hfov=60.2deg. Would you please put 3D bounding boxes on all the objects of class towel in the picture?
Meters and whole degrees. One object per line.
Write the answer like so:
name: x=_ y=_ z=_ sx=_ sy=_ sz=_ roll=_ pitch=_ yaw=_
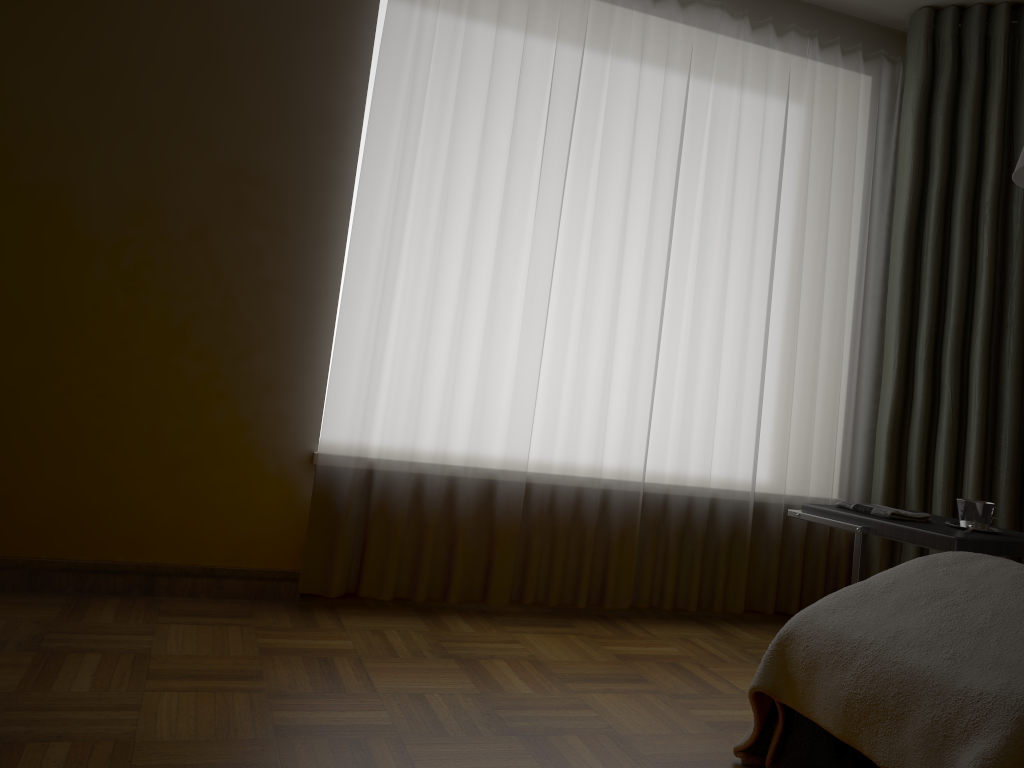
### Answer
towel: x=1.103 y=0.378 z=2.612 sx=0.178 sy=0.035 sz=0.240 roll=7 pitch=-1 yaw=-15

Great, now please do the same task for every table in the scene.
table: x=1.216 y=0.423 z=2.567 sx=0.496 sy=0.045 sz=0.518 roll=7 pitch=0 yaw=-28

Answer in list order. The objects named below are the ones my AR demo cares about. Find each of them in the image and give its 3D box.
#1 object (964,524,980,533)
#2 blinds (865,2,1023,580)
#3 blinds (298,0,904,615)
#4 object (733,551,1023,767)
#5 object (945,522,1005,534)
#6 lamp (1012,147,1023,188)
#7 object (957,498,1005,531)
object: x=1.243 y=0.391 z=2.396 sx=0.029 sy=0.020 sz=0.122 roll=5 pitch=-1 yaw=40
blinds: x=2.173 y=-0.215 z=3.197 sx=1.537 sy=2.472 sz=0.222 roll=5 pitch=-6 yaw=26
blinds: x=0.492 y=-0.352 z=3.225 sx=2.187 sy=2.309 sz=0.092 roll=8 pitch=-6 yaw=-19
object: x=1.002 y=0.640 z=1.740 sx=0.905 sy=0.524 sz=0.916 roll=7 pitch=-2 yaw=-19
object: x=1.297 y=0.405 z=2.479 sx=0.149 sy=0.009 sz=0.149 roll=7 pitch=0 yaw=-13
lamp: x=1.821 y=0.042 z=2.123 sx=1.410 sy=1.982 sz=0.449 roll=8 pitch=-5 yaw=-15
object: x=1.308 y=0.370 z=2.484 sx=0.110 sy=0.079 sz=0.097 roll=7 pitch=-2 yaw=-17
